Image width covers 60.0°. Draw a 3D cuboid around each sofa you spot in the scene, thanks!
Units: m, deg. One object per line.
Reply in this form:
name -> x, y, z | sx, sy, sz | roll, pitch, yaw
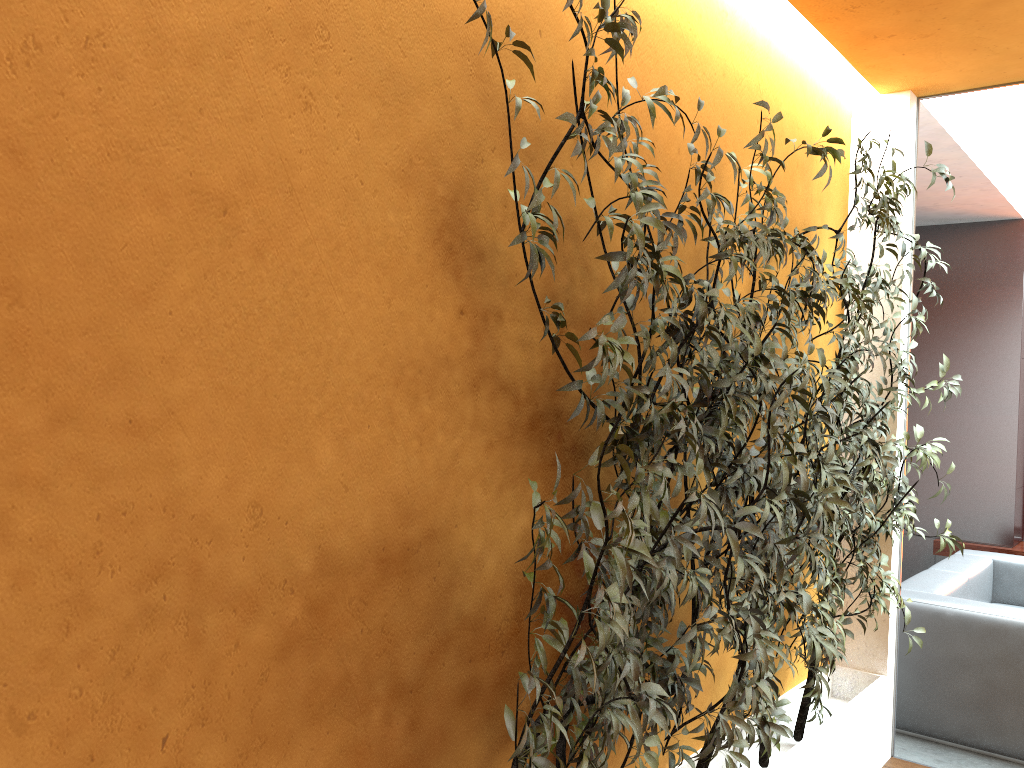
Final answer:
sofa -> 2.761, 1.399, 4.901 | 0.943, 0.652, 2.025 | 2, 0, 38

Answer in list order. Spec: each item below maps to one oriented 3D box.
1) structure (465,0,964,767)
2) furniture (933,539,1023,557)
structure -> 0.807, 0.133, 2.706 | 0.622, 2.483, 3.166 | 2, 0, 37
furniture -> 5.718, 1.327, 5.065 | 6.000, 0.109, 0.600 | 2, 0, 38
